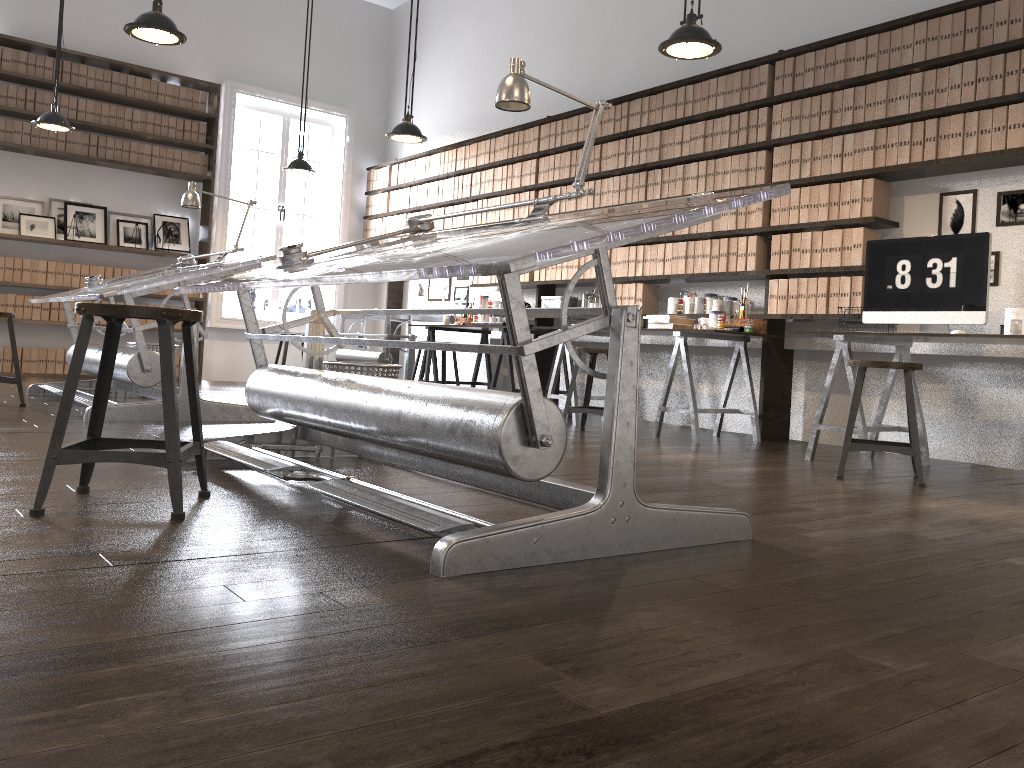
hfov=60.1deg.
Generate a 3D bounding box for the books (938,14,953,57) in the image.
[{"bbox_3d":[2.371,-1.845,4.758,0.174,0.226,0.067,3,-1,-37],"label":"books"}]

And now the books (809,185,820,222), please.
[{"bbox_3d":[1.873,-1.069,5.340,0.174,0.226,0.067,3,-1,-37],"label":"books"}]

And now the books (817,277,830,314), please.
[{"bbox_3d":[1.892,-0.512,5.255,0.174,0.226,0.067,3,-1,-37],"label":"books"}]

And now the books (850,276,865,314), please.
[{"bbox_3d":[2.026,-0.498,5.085,0.174,0.226,0.067,3,-1,-37],"label":"books"}]

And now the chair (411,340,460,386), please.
[{"bbox_3d":[-0.603,-0.071,6.975,0.358,0.528,0.372,3,0,-29],"label":"chair"}]

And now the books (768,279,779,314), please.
[{"bbox_3d":[1.684,-0.534,5.534,0.174,0.226,0.067,3,-1,-37],"label":"books"}]

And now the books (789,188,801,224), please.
[{"bbox_3d":[1.789,-1.078,5.446,0.174,0.226,0.067,3,-1,-37],"label":"books"}]

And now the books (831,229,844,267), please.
[{"bbox_3d":[1.956,-0.784,5.196,0.174,0.226,0.067,3,-1,-37],"label":"books"}]

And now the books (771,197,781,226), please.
[{"bbox_3d":[1.709,-1.087,5.562,0.174,0.226,0.067,3,-1,-37],"label":"books"}]

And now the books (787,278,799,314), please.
[{"bbox_3d":[1.769,-0.525,5.417,0.174,0.226,0.067,3,-1,-37],"label":"books"}]

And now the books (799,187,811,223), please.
[{"bbox_3d":[1.834,-1.073,5.390,0.174,0.226,0.067,3,-1,-37],"label":"books"}]

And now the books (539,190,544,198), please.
[{"bbox_3d":[0.308,-1.505,7.446,0.174,0.226,0.067,3,-1,-37],"label":"books"}]

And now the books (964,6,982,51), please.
[{"bbox_3d":[2.452,-1.837,4.645,0.174,0.226,0.067,3,-1,-37],"label":"books"}]

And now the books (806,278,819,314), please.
[{"bbox_3d":[1.852,-0.517,5.318,0.174,0.226,0.067,3,-1,-37],"label":"books"}]

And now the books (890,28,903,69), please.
[{"bbox_3d":[2.206,-1.862,4.982,0.174,0.226,0.067,3,-1,-37],"label":"books"}]

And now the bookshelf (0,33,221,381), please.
[{"bbox_3d":[-4.157,-1.212,8.330,2.469,3.726,0.413,4,-1,-37],"label":"bookshelf"}]

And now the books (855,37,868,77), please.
[{"bbox_3d":[2.075,-1.876,5.149,0.174,0.226,0.067,3,-1,-37],"label":"books"}]

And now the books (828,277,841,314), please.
[{"bbox_3d":[1.941,-0.507,5.199,0.174,0.226,0.067,3,-1,-37],"label":"books"}]

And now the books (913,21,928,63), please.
[{"bbox_3d":[2.286,-1.854,4.864,0.174,0.226,0.067,3,-1,-37],"label":"books"}]

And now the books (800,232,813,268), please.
[{"bbox_3d":[1.831,-0.797,5.364,0.174,0.226,0.067,3,-1,-37],"label":"books"}]

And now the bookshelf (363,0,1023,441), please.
[{"bbox_3d":[1.187,-0.570,6.335,0.373,3.209,9.191,4,1,-37],"label":"bookshelf"}]

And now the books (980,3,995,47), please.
[{"bbox_3d":[2.502,-1.832,4.589,0.174,0.226,0.067,3,-1,-37],"label":"books"}]

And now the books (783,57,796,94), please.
[{"bbox_3d":[1.781,-1.906,5.535,0.174,0.226,0.067,3,-1,-37],"label":"books"}]

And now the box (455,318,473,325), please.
[{"bbox_3d":[-0.394,-0.541,7.823,0.137,0.083,0.212,3,2,-37],"label":"box"}]

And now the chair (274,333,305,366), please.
[{"bbox_3d":[-1.963,-0.185,7.965,0.358,0.528,0.372,3,0,-29],"label":"chair"}]

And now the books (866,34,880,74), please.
[{"bbox_3d":[2.117,-1.871,5.090,0.174,0.226,0.067,3,-1,-37],"label":"books"}]

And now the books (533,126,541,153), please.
[{"bbox_3d":[0.269,-2.063,7.540,0.174,0.226,0.067,3,-1,-37],"label":"books"}]

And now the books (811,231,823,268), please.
[{"bbox_3d":[1.877,-0.793,5.310,0.174,0.226,0.067,3,-1,-37],"label":"books"}]

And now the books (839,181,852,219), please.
[{"bbox_3d":[1.997,-1.057,5.177,0.174,0.226,0.067,3,-1,-37],"label":"books"}]

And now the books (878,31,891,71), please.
[{"bbox_3d":[2.162,-1.867,5.037,0.174,0.226,0.067,3,-1,-37],"label":"books"}]

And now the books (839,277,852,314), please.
[{"bbox_3d":[1.980,-0.503,5.139,0.174,0.226,0.067,3,-1,-37],"label":"books"}]

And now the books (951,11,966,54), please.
[{"bbox_3d":[2.412,-1.841,4.708,0.174,0.226,0.067,3,-1,-37],"label":"books"}]

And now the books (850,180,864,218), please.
[{"bbox_3d":[2.037,-1.052,5.118,0.174,0.226,0.067,3,-1,-37],"label":"books"}]

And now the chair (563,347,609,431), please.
[{"bbox_3d":[0.529,0.050,5.357,0.372,0.528,0.358,3,0,26],"label":"chair"}]

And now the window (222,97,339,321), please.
[{"bbox_3d":[-2.485,-1.802,9.486,1.242,2.311,0.153,4,-1,-37],"label":"window"}]

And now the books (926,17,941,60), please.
[{"bbox_3d":[2.329,-1.849,4.806,0.174,0.226,0.067,3,-1,-37],"label":"books"}]

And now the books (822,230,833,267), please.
[{"bbox_3d":[1.920,-0.788,5.253,0.174,0.226,0.067,3,-1,-37],"label":"books"}]

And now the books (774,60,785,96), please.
[{"bbox_3d":[1.741,-1.911,5.598,0.174,0.226,0.067,3,-1,-37],"label":"books"}]

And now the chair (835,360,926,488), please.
[{"bbox_3d":[1.640,0.164,3.927,0.359,0.528,0.371,3,0,21],"label":"chair"}]

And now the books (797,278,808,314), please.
[{"bbox_3d":[1.810,-0.521,5.369,0.174,0.226,0.067,3,-1,-37],"label":"books"}]

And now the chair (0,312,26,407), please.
[{"bbox_3d":[-2.941,-0.140,4.896,0.359,0.528,0.371,3,0,31],"label":"chair"}]

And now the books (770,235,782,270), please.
[{"bbox_3d":[1.703,-0.811,5.542,0.174,0.226,0.067,3,-1,-37],"label":"books"}]

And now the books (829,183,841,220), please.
[{"bbox_3d":[1.955,-1.061,5.234,0.174,0.226,0.067,3,-1,-37],"label":"books"}]

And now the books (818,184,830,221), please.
[{"bbox_3d":[1.909,-1.065,5.284,0.174,0.226,0.067,3,-1,-37],"label":"books"}]

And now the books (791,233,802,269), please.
[{"bbox_3d":[1.792,-0.801,5.423,0.174,0.226,0.067,3,-1,-37],"label":"books"}]

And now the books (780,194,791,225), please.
[{"bbox_3d":[1.749,-1.082,5.505,0.174,0.226,0.067,3,-1,-37],"label":"books"}]

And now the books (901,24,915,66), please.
[{"bbox_3d":[2.245,-1.858,4.924,0.174,0.226,0.067,3,-1,-37],"label":"books"}]

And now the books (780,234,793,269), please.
[{"bbox_3d":[1.743,-0.806,5.480,0.174,0.226,0.067,3,-1,-37],"label":"books"}]

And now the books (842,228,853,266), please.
[{"bbox_3d":[2.000,-0.780,5.145,0.174,0.226,0.067,3,-1,-37],"label":"books"}]

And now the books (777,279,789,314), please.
[{"bbox_3d":[1.725,-0.529,5.474,0.174,0.226,0.067,3,-1,-37],"label":"books"}]

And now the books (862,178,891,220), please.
[{"bbox_3d":[2.083,-1.048,5.064,0.174,0.226,0.067,3,-1,-37],"label":"books"}]

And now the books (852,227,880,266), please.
[{"bbox_3d":[2.036,-0.776,5.094,0.174,0.226,0.067,3,-1,-37],"label":"books"}]

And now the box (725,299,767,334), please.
[{"bbox_3d":[1.431,-0.414,5.408,0.137,0.207,0.212,4,0,-37],"label":"box"}]

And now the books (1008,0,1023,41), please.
[{"bbox_3d":[2.587,-1.823,4.475,0.174,0.226,0.067,3,-1,-37],"label":"books"}]

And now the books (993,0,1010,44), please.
[{"bbox_3d":[2.541,-1.827,4.529,0.174,0.226,0.067,3,-1,-37],"label":"books"}]

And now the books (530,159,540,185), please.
[{"bbox_3d":[0.250,-1.787,7.541,0.174,0.226,0.067,3,-1,-37],"label":"books"}]

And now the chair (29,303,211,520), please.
[{"bbox_3d":[-0.990,0.063,2.320,0.358,0.528,0.372,3,0,-9],"label":"chair"}]
